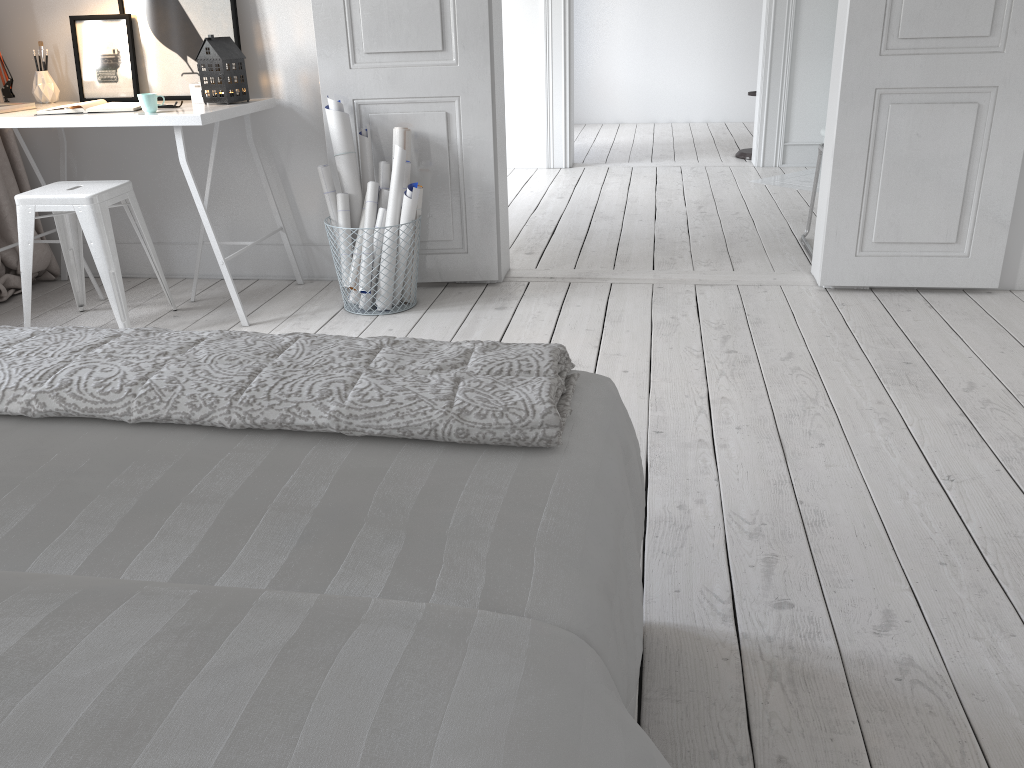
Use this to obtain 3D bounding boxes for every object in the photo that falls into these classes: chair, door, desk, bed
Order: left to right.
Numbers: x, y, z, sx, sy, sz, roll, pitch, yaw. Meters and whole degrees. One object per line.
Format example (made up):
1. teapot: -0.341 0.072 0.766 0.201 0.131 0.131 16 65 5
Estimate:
1. bed: -0.767 0.279 0.626 1.888 1.167 2.179 2 23 9
2. chair: -1.573 -0.467 3.307 0.407 0.527 0.410 0 23 4
3. desk: -1.538 -0.705 3.556 1.163 0.775 0.642 2 23 9
4. door: -0.431 -1.508 3.324 0.678 2.323 0.034 -2 22 1
5. chair: 1.640 -0.975 3.935 0.562 0.796 0.525 2 23 9
6. door: 1.524 -1.461 3.059 0.666 2.323 0.034 2 23 9

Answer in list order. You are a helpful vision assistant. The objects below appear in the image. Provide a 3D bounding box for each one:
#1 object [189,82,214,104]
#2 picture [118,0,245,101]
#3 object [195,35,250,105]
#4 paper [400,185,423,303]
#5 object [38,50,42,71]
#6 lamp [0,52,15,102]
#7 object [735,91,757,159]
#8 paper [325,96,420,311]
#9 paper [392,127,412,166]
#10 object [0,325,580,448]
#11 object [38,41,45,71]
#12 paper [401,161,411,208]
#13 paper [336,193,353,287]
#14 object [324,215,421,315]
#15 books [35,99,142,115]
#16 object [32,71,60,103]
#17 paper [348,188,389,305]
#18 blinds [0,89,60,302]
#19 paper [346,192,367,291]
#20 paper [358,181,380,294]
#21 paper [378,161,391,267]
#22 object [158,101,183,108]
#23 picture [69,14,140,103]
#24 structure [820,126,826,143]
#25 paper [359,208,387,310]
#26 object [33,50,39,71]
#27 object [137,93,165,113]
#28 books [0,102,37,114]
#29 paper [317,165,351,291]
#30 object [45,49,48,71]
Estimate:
1. object: -1.210 -1.139 3.470 0.065 0.073 0.078 0 23 5
2. picture: -1.326 -1.451 3.528 0.493 0.613 0.062 2 23 9
3. object: -1.104 -1.199 3.379 0.135 0.248 0.135 8 25 23
4. paper: -0.395 -0.548 3.490 0.123 0.464 0.057 -9 24 -17
5. object: -1.955 -1.280 3.689 0.008 0.207 0.054 -3 22 -3
6. lamp: -1.842 -1.399 3.458 0.568 0.744 0.165 0 23 5
7. object: 1.881 -2.511 6.486 0.375 1.656 0.375 -16 26 -30
8. paper: -0.534 -0.700 3.439 0.181 0.792 0.431 -18 28 -34
9. paper: -0.447 -0.676 3.539 0.073 0.668 0.181 11 26 29
10. object: -0.628 -0.024 1.402 1.460 0.104 0.405 2 23 9
11. object: -1.940 -1.298 3.686 0.023 0.239 0.028 1 23 6
12. paper: -0.448 -0.598 3.491 0.153 0.552 0.060 -17 27 -32
13. paper: -0.650 -0.561 3.464 0.047 0.360 0.129 -2 22 -1
14. object: -0.533 -0.482 3.498 0.375 0.350 0.374 3 23 11
15. books: -1.549 -1.032 3.295 0.358 0.029 0.291 -4 23 -4
16. object: -1.946 -1.237 3.694 0.101 0.126 0.101 2 23 9
17. paper: -0.556 -0.538 3.490 0.054 0.431 0.253 19 30 41
18. blinds: -2.252 -1.561 3.189 0.225 2.677 0.832 2 23 9
19. paper: -0.585 -0.560 3.470 0.047 0.358 0.240 8 24 22
20. paper: -0.552 -0.566 3.431 0.049 0.402 0.244 3 23 11
21. paper: -0.514 -0.605 3.543 0.047 0.541 0.201 3 23 12
22. object: -1.301 -1.043 3.284 0.133 0.047 0.114 -3 23 -2
23. picture: -1.649 -1.317 3.594 0.261 0.333 0.062 2 23 9
24. structure: 2.432 -2.695 5.473 0.787 2.740 0.788 -5 23 -7
25. paper: -0.512 -0.494 3.468 0.078 0.389 0.234 16 28 36
26. object: -1.961 -1.276 3.679 0.008 0.207 0.054 -12 25 -23
27. object: -1.274 -0.990 3.130 0.082 0.065 0.064 1 23 8
28. books: -1.952 -1.052 3.382 0.149 0.024 0.207 5 23 15
29. paper: -0.672 -0.586 3.499 0.166 0.546 0.046 12 26 30
30. object: -1.932 -1.279 3.682 0.054 0.207 0.008 -5 23 -7
